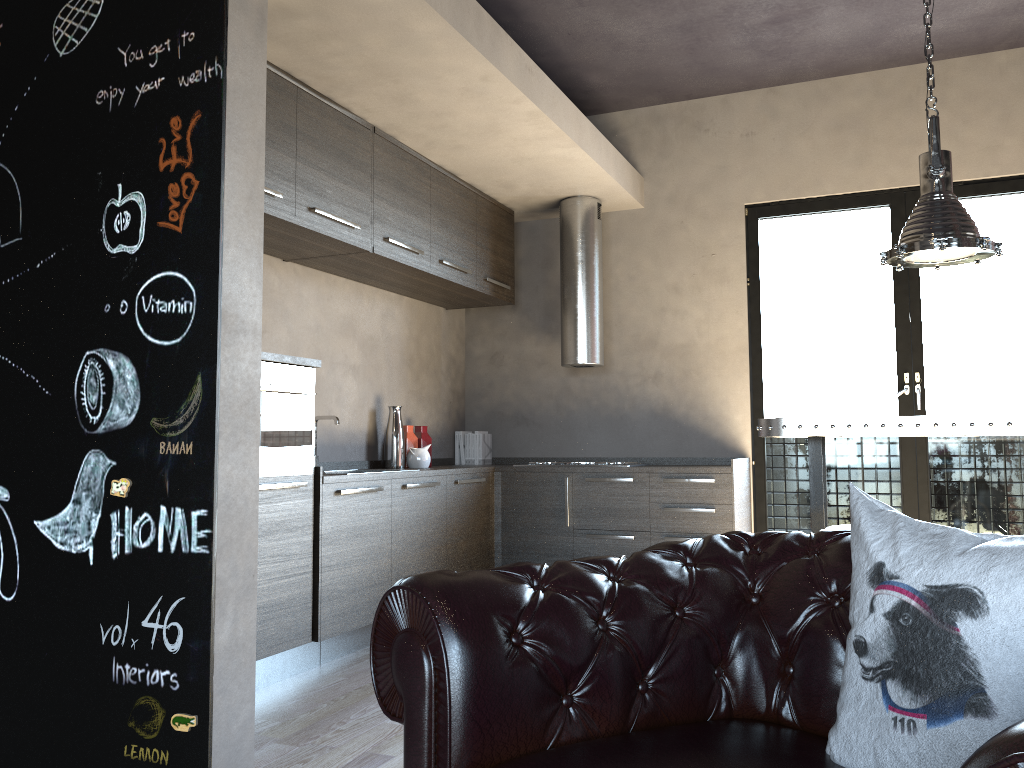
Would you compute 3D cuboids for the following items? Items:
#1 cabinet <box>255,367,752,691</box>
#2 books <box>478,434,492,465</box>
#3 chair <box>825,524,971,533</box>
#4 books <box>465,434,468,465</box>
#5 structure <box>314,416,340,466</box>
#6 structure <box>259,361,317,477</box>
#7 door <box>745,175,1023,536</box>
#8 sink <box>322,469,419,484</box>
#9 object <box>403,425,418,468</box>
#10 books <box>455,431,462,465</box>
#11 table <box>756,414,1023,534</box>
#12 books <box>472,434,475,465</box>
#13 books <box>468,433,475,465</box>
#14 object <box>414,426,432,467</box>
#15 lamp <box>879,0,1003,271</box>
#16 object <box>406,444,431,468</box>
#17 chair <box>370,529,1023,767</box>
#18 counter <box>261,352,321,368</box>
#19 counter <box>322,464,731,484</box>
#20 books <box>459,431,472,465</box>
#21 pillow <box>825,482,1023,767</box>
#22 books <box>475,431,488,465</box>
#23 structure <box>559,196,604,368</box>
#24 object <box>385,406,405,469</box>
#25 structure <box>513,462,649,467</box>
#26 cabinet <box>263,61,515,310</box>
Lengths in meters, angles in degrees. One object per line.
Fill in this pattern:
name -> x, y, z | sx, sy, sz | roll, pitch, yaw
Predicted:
cabinet -> -0.066, 0.661, 4.751 | 2.127, 1.404, 3.491 | -2, -4, 23
books -> -0.201, 0.486, 6.611 | 0.026, 0.229, 0.178 | -2, -5, 23
chair -> 1.183, 0.828, 2.693 | 0.450, 0.775, 0.450 | 2, -5, -27
books -> -0.301, 0.489, 6.654 | 0.026, 0.229, 0.178 | -2, -5, 23
structure -> -1.047, 0.330, 4.891 | 0.177, 0.311, 0.089 | -2, -5, 23
structure -> -1.018, 0.156, 3.897 | 0.051, 0.498, 0.553 | -2, -5, 23
door -> 2.529, 0.068, 5.636 | 2.001, 2.684, 0.111 | -2, -5, 23
sink -> -0.867, 0.548, 4.825 | 0.422, 0.145, 0.737 | -2, -4, 23
object -> -0.680, 0.407, 5.765 | 0.097, 0.273, 0.143 | -2, -5, 23
books -> -0.377, 0.482, 6.683 | 0.027, 0.247, 0.178 | -2, -5, 23
table -> 1.778, 0.689, 3.319 | 1.598, 1.131, 0.655 | -2, -5, 23
books -> -0.251, 0.488, 6.632 | 0.026, 0.229, 0.178 | -2, -5, 23
books -> -0.278, 0.485, 6.637 | 0.026, 0.235, 0.178 | -2, -5, 23
object -> -0.605, 0.419, 5.940 | 0.097, 0.273, 0.143 | -2, -5, 23
lamp -> 1.665, -1.344, 3.534 | 0.411, 1.738, 0.411 | 4, -7, -44
object -> -0.596, 0.460, 5.658 | 0.153, 0.152, 0.255 | 0, -4, -3
chair -> 0.618, 0.715, 1.524 | 1.244, 0.846, 1.491 | 3, -5, -37
counter -> -1.302, 0.517, 3.853 | 0.522, 1.299, 0.848 | -2, -5, 23
counter -> 0.099, 0.514, 5.151 | 2.098, 0.034, 2.608 | -2, -4, 23
books -> -0.339, 0.481, 6.667 | 0.053, 0.249, 0.178 | -2, -5, 23
pillow -> 0.771, 0.426, 1.486 | 0.290, 0.503, 0.541 | 2, -5, -29
books -> -0.228, 0.477, 6.619 | 0.027, 0.247, 0.178 | -2, -5, 23
structure -> 0.481, -0.707, 6.141 | 0.293, 1.175, 0.292 | -2, -5, 18
object -> -0.740, 0.336, 5.599 | 0.127, 0.392, 0.127 | -1, -5, 10
structure -> 0.472, 0.543, 6.015 | 0.811, 0.026, 0.501 | -2, -4, 23
cabinet -> -0.975, -1.022, 4.764 | 0.576, 0.691, 3.810 | -2, -4, 23
